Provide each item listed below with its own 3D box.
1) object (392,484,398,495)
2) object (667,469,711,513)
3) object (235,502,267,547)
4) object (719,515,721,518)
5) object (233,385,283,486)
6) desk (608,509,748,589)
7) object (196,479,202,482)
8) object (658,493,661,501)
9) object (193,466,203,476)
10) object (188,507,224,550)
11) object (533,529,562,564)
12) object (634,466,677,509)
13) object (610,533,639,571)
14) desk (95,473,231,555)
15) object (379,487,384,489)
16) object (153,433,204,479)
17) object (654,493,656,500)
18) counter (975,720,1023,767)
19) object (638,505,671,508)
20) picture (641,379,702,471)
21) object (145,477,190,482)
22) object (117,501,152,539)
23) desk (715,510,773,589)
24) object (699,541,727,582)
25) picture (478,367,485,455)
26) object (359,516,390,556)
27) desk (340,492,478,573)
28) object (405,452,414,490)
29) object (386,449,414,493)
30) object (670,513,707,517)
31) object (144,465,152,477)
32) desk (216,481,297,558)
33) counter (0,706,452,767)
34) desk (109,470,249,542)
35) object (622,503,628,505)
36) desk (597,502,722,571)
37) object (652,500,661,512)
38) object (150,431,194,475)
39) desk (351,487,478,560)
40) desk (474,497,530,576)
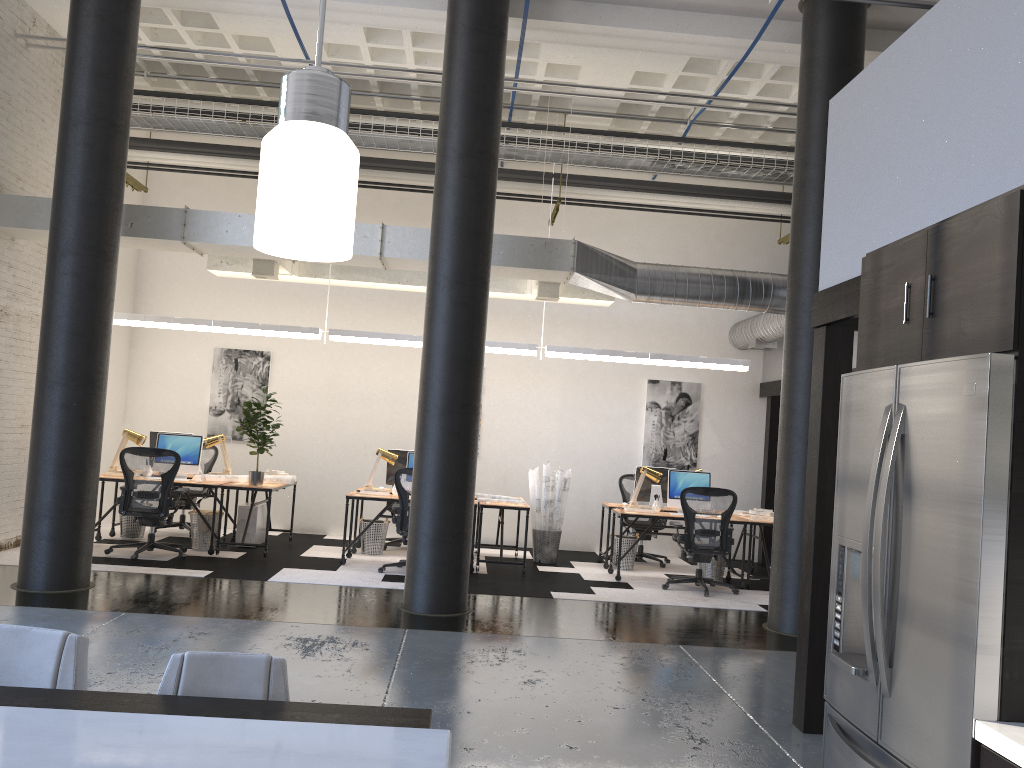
[{"bbox_3d":[-1.267,1.154,9.731,0.101,0.126,0.101,2,-4,42],"label":"object"},{"bbox_3d":[1.970,1.209,9.884,0.484,0.485,0.190,4,-2,-3],"label":"object"},{"bbox_3d":[-2.977,1.603,10.165,0.221,0.454,0.544,4,-3,-3],"label":"object"},{"bbox_3d":[2.267,1.445,9.661,0.059,0.029,0.106,4,-3,-2],"label":"object"},{"bbox_3d":[-2.689,0.537,9.369,0.514,1.077,0.439,5,-2,-12],"label":"object"},{"bbox_3d":[1.802,1.793,9.694,1.401,0.724,0.530,4,-3,-3],"label":"desk"},{"bbox_3d":[-3.287,1.016,9.315,0.059,0.029,0.106,4,-3,-2],"label":"object"},{"bbox_3d":[1.633,1.326,9.930,0.054,0.207,0.008,5,-2,-20],"label":"object"},{"bbox_3d":[-3.545,0.989,10.003,0.101,0.126,0.101,2,-4,42],"label":"object"},{"bbox_3d":[-3.312,1.553,9.565,0.359,0.434,0.353,4,-3,-6],"label":"object"},{"bbox_3d":[0.398,1.912,10.434,0.353,0.398,0.353,2,-4,42],"label":"object"},{"bbox_3d":[1.681,1.218,10.398,0.484,0.485,0.190,4,-2,-3],"label":"object"},{"bbox_3d":[1.304,1.939,10.312,0.359,0.434,0.353,4,-3,-6],"label":"object"},{"bbox_3d":[-3.752,1.364,9.349,1.401,0.724,0.530,4,-3,-3],"label":"desk"},{"bbox_3d":[-1.532,1.221,10.415,0.059,0.029,0.106,4,-3,-2],"label":"object"},{"bbox_3d":[-3.584,0.780,9.538,0.484,0.485,0.190,4,-2,-3],"label":"object"},{"bbox_3d":[1.606,1.324,9.920,0.008,0.207,0.054,6,-3,-38],"label":"object"},{"bbox_3d":[1.463,0.824,1.669,0.676,0.047,0.920,4,-3,-3],"label":"counter"},{"bbox_3d":[1.679,1.463,10.612,0.439,0.017,0.119,4,-3,-3],"label":"object"},{"bbox_3d":[2.123,0.554,11.799,0.731,1.182,0.049,4,-2,-3],"label":"picture"},{"bbox_3d":[-3.614,0.999,9.306,0.439,0.017,0.119,4,-3,-3],"label":"object"},{"bbox_3d":[-4.249,1.510,9.966,0.359,0.434,0.353,4,-3,-6],"label":"object"},{"bbox_3d":[2.751,1.886,10.171,0.529,0.724,1.402,4,-3,-3],"label":"desk"},{"bbox_3d":[2.242,1.982,9.911,0.359,0.434,0.353,4,-3,-6],"label":"object"},{"bbox_3d":[-0.765,0.344,11.654,0.731,1.182,0.049,4,-2,-3],"label":"picture"},{"bbox_3d":[-1.580,1.727,10.123,0.359,0.434,0.353,4,-3,-6],"label":"object"},{"bbox_3d":[-1.082,1.581,9.506,1.401,0.724,0.530,4,-3,-3],"label":"desk"},{"bbox_3d":[-0.914,0.997,9.695,0.484,0.485,0.190,4,-2,-3],"label":"object"},{"bbox_3d":[-1.203,1.006,10.210,0.484,0.485,0.190,4,-2,-3],"label":"object"},{"bbox_3d":[1.939,1.428,9.651,0.439,0.017,0.119,4,-3,-3],"label":"object"},{"bbox_3d":[-3.936,0.938,9.575,0.101,0.126,0.101,2,-4,42],"label":"object"},{"bbox_3d":[-2.803,1.457,9.826,0.529,0.724,1.402,4,-3,-3],"label":"desk"},{"bbox_3d":[-1.226,0.552,1.029,2.293,0.095,0.977,4,-3,-3],"label":"counter"},{"bbox_3d":[-3.789,1.408,10.194,1.401,0.724,0.530,4,-3,-3],"label":"desk"},{"bbox_3d":[1.352,1.433,10.603,0.059,0.029,0.106,4,-3,-2],"label":"object"},{"bbox_3d":[1.764,1.837,10.540,1.401,0.724,0.530,4,-3,-3],"label":"desk"},{"bbox_3d":[1.617,1.366,9.920,0.101,0.126,0.101,2,-4,42],"label":"object"},{"bbox_3d":[-3.873,0.789,10.053,0.484,0.485,0.190,4,-2,-3],"label":"object"},{"bbox_3d":[-1.120,1.625,10.351,1.401,0.724,0.530,4,-3,-3],"label":"desk"},{"bbox_3d":[-0.133,1.674,9.983,0.529,0.724,1.402,4,-3,-3],"label":"desk"}]
